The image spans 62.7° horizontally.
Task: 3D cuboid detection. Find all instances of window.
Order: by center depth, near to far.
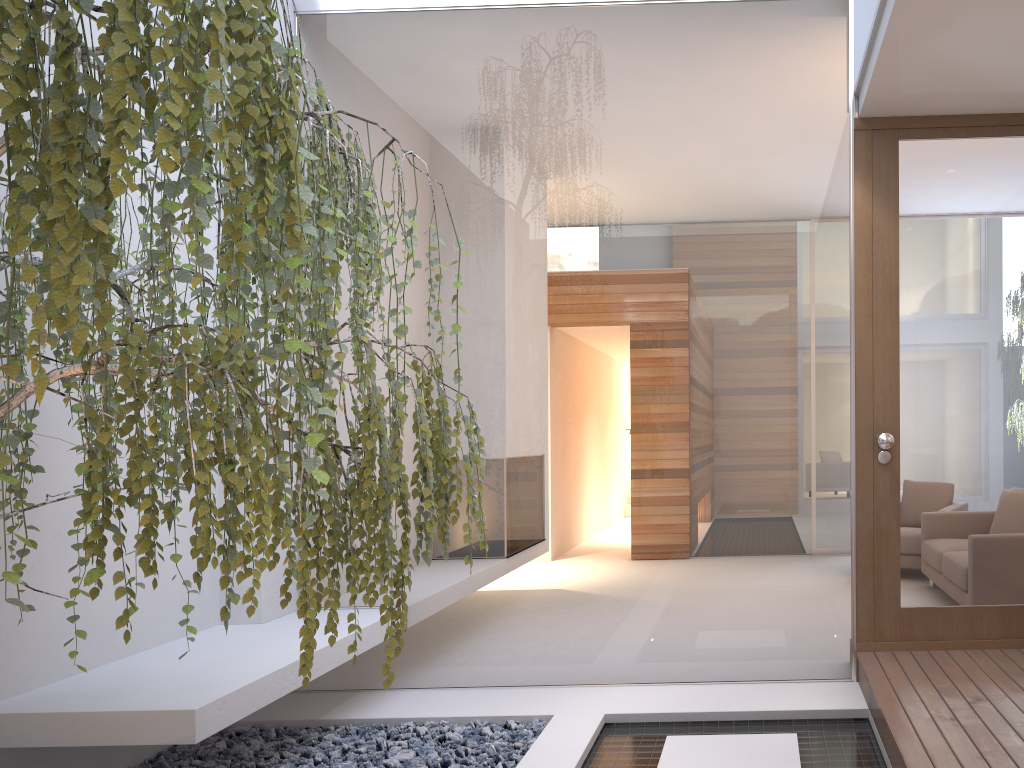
[{"bbox_3d":[0.199,-0.191,3.917,2.812,3.256,0.050,-1,0,1],"label":"window"}]

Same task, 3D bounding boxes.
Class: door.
[{"bbox_3d":[2.124,-0.002,3.846,0.934,2.365,0.112,-1,0,1],"label":"door"}]

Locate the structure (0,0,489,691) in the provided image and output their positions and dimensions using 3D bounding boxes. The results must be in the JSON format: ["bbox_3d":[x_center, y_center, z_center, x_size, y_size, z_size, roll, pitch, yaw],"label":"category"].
[{"bbox_3d":[-1.030,-0.656,1.641,1.766,3.991,2.438,-1,-1,7],"label":"structure"}]
